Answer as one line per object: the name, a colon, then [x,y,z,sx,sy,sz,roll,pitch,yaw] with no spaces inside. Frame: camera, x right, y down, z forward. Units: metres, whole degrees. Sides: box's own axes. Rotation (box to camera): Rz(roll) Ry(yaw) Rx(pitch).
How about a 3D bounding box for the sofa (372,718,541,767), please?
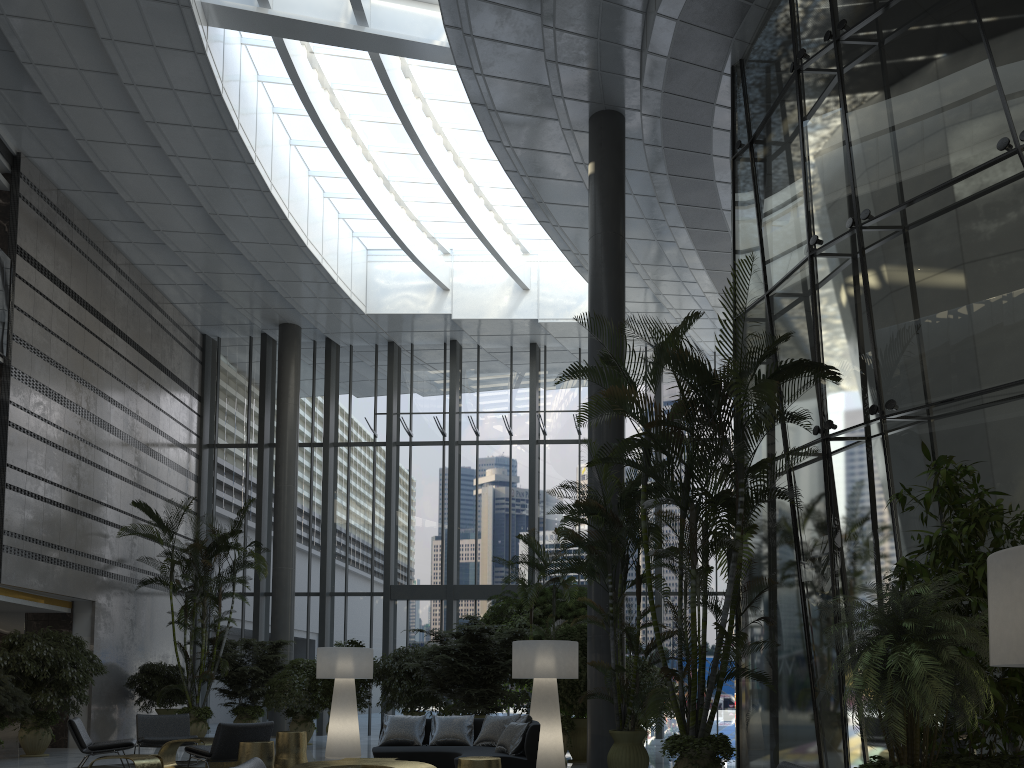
sofa: [-0.676,4.132,9.616,1.928,0.676,2.104,1,-18,-2]

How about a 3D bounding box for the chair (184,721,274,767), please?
chair: [-3.142,4.087,9.543,0.723,0.647,0.763,-9,-16,37]

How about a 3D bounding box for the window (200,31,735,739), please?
window: [-2.606,0.064,11.293,13.485,9.646,19.711,-4,-17,17]

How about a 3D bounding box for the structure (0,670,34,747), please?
structure: [-7.112,4.430,11.453,1.192,1.284,1.229,-3,-12,16]

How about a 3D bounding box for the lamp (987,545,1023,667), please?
lamp: [2.386,1.484,3.418,0.868,1.621,0.837,6,-9,-35]

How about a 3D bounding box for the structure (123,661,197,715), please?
structure: [-6.561,5.941,16.026,1.463,1.495,1.127,12,-15,-43]

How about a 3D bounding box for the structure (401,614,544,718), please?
structure: [-0.671,4.759,13.697,2.250,2.251,2.427,2,-12,-9]

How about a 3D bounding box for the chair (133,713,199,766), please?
chair: [-4.627,4.756,11.463,0.749,0.647,0.737,8,-15,-31]

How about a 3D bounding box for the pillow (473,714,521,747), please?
pillow: [-0.181,4.100,10.140,0.301,0.400,0.627,9,-17,-43]

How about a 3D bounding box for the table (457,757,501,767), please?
table: [-0.272,3.351,7.104,0.442,0.481,0.462,1,-11,-1]

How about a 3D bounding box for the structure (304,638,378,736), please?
structure: [-3.041,5.483,15.266,1.233,1.905,1.445,-4,-11,29]

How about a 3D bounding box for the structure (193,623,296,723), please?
structure: [-5.123,5.749,16.530,1.887,2.220,1.918,3,-11,-12]

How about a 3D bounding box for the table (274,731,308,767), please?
table: [-2.739,4.556,10.622,0.446,0.481,0.458,2,-11,-9]

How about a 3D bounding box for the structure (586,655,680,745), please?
structure: [1.851,4.964,13.220,1.485,1.556,1.611,7,-13,-28]

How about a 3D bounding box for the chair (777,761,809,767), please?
chair: [1.256,2.277,4.339,0.737,0.647,0.750,3,-13,-12]

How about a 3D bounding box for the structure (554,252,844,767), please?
structure: [1.571,1.436,7.502,2.475,4.515,2.583,3,-8,-15]

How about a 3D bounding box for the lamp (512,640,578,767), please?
lamp: [0.418,4.088,10.840,0.868,1.621,0.837,6,-9,-35]

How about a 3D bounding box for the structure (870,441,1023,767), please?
structure: [2.900,1.672,5.411,1.164,2.634,1.059,3,-7,-23]

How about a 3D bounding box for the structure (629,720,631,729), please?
structure: [1.479,4.925,11.737,0.441,0.616,0.464,-1,-10,8]

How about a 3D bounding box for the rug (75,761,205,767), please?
rug: [-3.981,4.718,10.369,3.659,0.018,3.618,11,-22,-27]

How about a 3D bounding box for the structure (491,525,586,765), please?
structure: [0.454,3.619,12.027,1.427,3.357,1.244,2,-6,-11]

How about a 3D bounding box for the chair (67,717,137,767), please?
chair: [-4.921,4.339,10.285,0.745,0.647,0.741,6,-14,-21]

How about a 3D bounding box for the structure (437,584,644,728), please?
structure: [0.511,5.002,15.269,3.740,2.860,3.347,-3,-13,16]

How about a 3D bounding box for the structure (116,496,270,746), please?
structure: [-5.684,4.238,15.566,2.514,4.516,2.540,-1,-8,10]

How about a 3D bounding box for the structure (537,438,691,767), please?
structure: [1.168,2.498,9.205,1.668,3.615,2.094,2,-8,-11]

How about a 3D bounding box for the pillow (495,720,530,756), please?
pillow: [0.015,3.757,9.092,0.281,0.355,0.581,4,-15,-21]

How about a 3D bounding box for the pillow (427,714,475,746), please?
pillow: [-0.716,4.197,10.374,0.607,0.389,0.310,-1,-10,6]

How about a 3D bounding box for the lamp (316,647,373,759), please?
lamp: [-2.547,4.839,13.016,0.828,1.620,0.877,-2,-8,21]

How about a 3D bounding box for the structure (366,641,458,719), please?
structure: [-1.687,5.530,15.282,2.002,1.830,1.724,-8,-14,35]

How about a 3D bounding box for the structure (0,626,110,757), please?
structure: [-7.095,4.643,12.971,1.620,1.907,2.133,-7,-14,33]

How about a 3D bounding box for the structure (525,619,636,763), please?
structure: [1.018,4.470,12.558,1.647,2.060,1.560,10,-13,-43]

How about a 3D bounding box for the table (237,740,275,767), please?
table: [-2.705,4.024,9.052,0.442,0.481,0.462,1,-11,-1]

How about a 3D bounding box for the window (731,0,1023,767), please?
window: [4.771,1.384,12.033,4.214,7.657,16.203,0,-16,5]

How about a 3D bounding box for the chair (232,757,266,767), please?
chair: [-1.102,2.330,4.523,0.733,0.647,0.754,2,-13,-7]

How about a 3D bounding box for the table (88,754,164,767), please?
table: [-4.289,4.273,9.528,0.765,0.260,0.889,7,-19,-20]

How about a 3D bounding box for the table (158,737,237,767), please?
table: [-3.607,4.625,10.697,1.357,0.382,1.259,-11,-21,32]

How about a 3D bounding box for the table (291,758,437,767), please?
table: [-1.291,3.542,7.567,1.461,0.408,1.335,1,-18,-2]

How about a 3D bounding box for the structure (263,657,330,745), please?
structure: [-3.813,5.831,15.769,1.485,1.556,1.611,7,-13,-28]

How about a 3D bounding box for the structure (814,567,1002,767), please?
structure: [2.251,1.919,4.794,0.992,1.716,0.938,2,-8,-14]

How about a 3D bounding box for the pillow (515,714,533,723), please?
pillow: [0.042,3.869,9.471,0.366,0.435,0.654,3,-15,-13]

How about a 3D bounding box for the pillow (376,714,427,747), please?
pillow: [-1.321,4.192,10.370,0.609,0.389,0.309,0,-10,2]
